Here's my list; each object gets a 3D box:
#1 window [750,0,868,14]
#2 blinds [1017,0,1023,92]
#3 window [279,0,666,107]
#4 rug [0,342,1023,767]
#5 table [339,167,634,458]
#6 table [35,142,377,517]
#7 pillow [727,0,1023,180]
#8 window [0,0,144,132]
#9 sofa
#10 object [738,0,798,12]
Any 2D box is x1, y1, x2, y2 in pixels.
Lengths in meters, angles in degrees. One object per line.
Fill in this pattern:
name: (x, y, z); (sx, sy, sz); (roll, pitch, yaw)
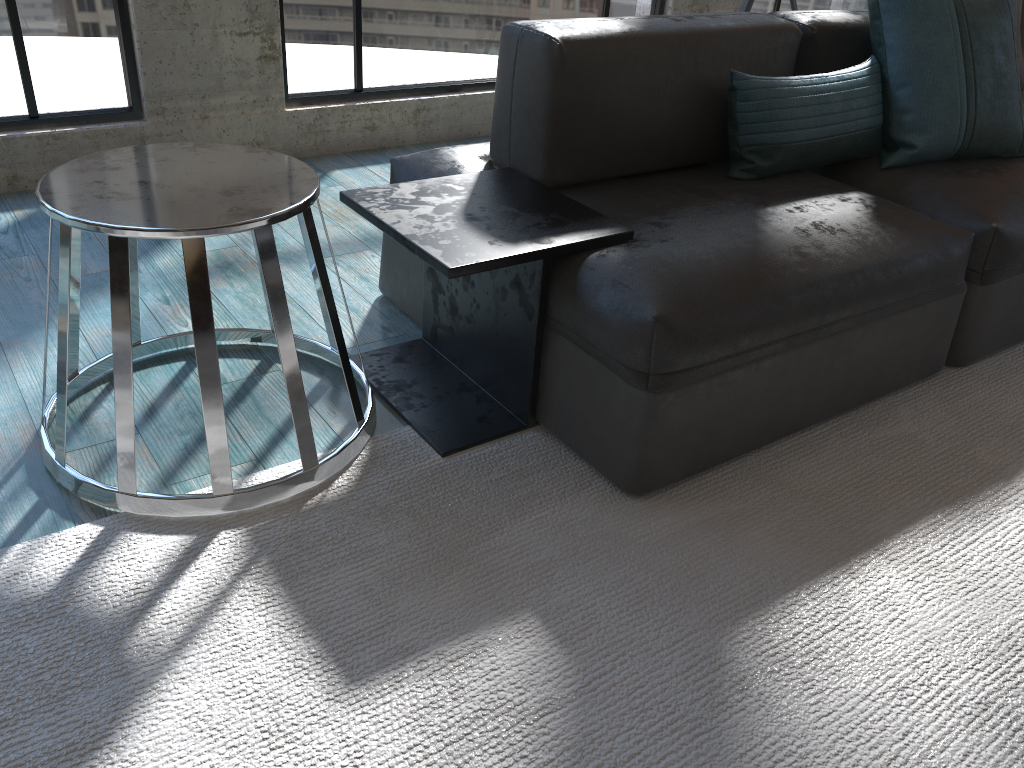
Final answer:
window: (1.834, -2.828, 4.099); (1.780, 2.530, 0.081); (-17, 37, -31)
blinds: (2.507, -2.878, 4.159); (1.131, 2.985, 0.384); (-17, 37, -31)
window: (-0.004, -2.279, 2.935); (1.780, 2.530, 0.081); (-17, 37, -31)
rug: (1.912, 0.365, 1.554); (7.768, 0.032, 2.954); (-17, 37, -31)
table: (-0.068, -0.171, 1.824); (0.413, 0.390, 0.420); (-17, 37, -31)
table: (-0.564, -0.142, 1.617); (0.620, 0.472, 0.620); (-15, 36, -29)
pillow: (0.935, -0.796, 2.206); (1.042, 0.466, 0.349); (-10, 34, -23)
window: (-1.843, -1.729, 1.771); (1.780, 2.530, 0.081); (-17, 37, -31)
sofa: (0.799, -0.554, 2.280); (2.063, 0.680, 1.019); (-17, 37, -31)
object: (0.880, -1.538, 3.244); (0.595, 1.406, 0.617); (-16, 36, -30)
